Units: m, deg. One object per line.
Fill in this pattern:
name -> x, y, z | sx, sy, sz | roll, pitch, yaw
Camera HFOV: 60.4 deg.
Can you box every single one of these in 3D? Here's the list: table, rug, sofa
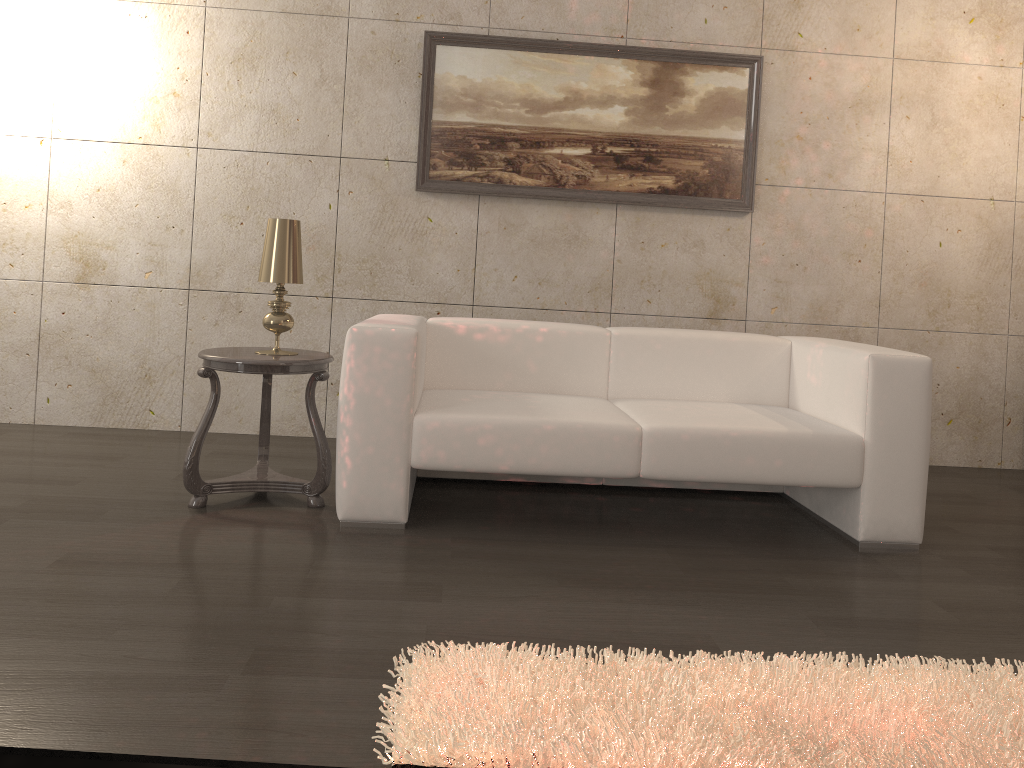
table -> -0.877, 0.151, 3.157 | 0.525, 0.521, 0.513 | 4, 3, 19
rug -> 0.545, 0.720, 0.971 | 1.508, 0.067, 2.010 | 3, 6, -4
sofa -> 0.403, 0.116, 3.364 | 2.024, 0.650, 0.948 | 3, 4, -4

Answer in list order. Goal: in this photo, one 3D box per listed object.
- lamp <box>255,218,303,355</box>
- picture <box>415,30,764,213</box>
lamp -> -0.837, -0.352, 3.182 | 0.160, 0.484, 0.159 | 3, 0, 29
picture -> 0.397, -1.313, 4.430 | 1.714, 0.795, 0.053 | 3, 0, -4
